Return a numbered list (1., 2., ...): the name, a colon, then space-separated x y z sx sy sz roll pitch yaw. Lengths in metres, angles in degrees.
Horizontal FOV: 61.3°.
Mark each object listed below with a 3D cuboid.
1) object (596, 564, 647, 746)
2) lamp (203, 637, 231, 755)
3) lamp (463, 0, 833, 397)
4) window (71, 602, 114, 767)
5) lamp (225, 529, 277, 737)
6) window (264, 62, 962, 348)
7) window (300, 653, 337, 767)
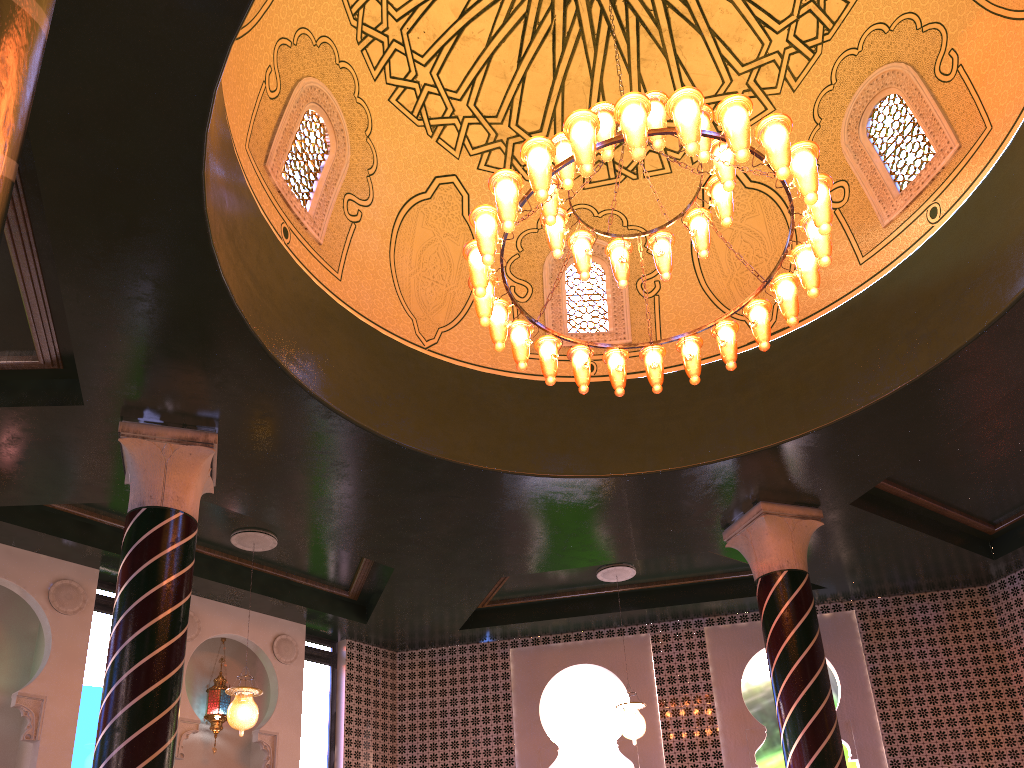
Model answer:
1. object: 1.435 3.449 10.983 0.529 2.125 0.556 11 -29 -28
2. lamp: -3.743 3.959 11.037 0.324 1.434 0.393 -1 -25 -6
3. lamp: 0.810 -2.508 6.656 2.474 4.223 2.699 2 -27 -11
4. window: -4.601 4.329 9.516 0.095 3.666 0.811 -21 -30 34
5. lamp: -2.923 2.757 9.547 0.529 2.125 0.556 11 -29 -28
6. window: 0.655 -2.522 6.719 5.553 1.075 6.257 -12 -34 13
7. window: -2.711 5.529 11.533 0.095 3.666 0.811 -21 -30 34
